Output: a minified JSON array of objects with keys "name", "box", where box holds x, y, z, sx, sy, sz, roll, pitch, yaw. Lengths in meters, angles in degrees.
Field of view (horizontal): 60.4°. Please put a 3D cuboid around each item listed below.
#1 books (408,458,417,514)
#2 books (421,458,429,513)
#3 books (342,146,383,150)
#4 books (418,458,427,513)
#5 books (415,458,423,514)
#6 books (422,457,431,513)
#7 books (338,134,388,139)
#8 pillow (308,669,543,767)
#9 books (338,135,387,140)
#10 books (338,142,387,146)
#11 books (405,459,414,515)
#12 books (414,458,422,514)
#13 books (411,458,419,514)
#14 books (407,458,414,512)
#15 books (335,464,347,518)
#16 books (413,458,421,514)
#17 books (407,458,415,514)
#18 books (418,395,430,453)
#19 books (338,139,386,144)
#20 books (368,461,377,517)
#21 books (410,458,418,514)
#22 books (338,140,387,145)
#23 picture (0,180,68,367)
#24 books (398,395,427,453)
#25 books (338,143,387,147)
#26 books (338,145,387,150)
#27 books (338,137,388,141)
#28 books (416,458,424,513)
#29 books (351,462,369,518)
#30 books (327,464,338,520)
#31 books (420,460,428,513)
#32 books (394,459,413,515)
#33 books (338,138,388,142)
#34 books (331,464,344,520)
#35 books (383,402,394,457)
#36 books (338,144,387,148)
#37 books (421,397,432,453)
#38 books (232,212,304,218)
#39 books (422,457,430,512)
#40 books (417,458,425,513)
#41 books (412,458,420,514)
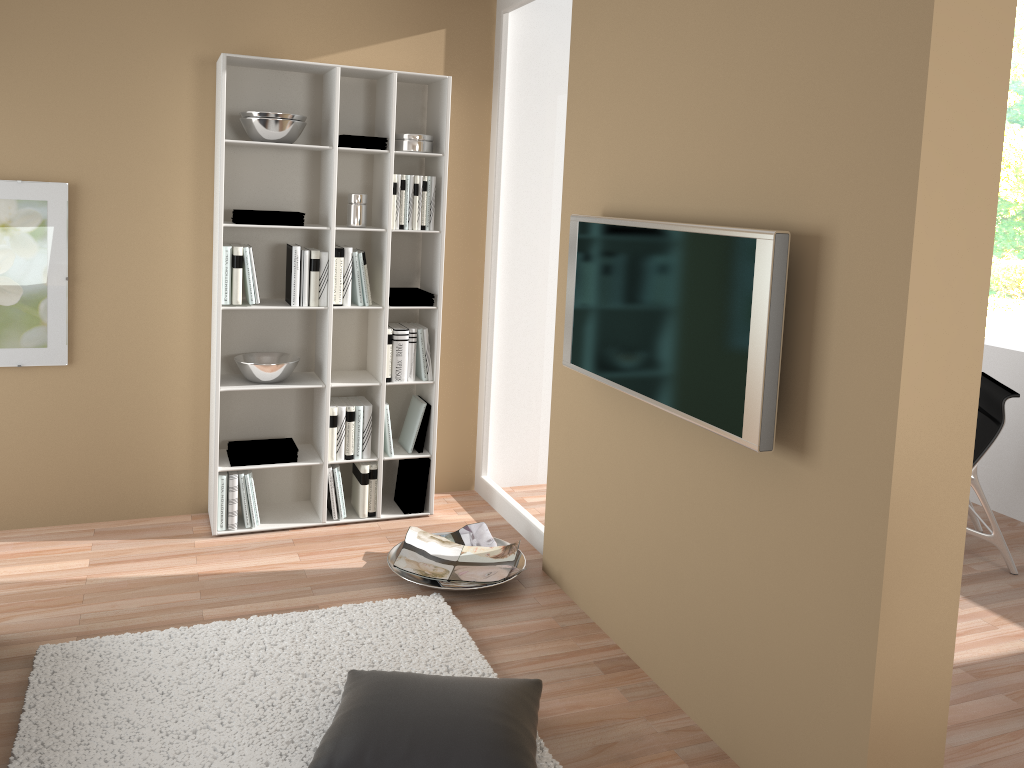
[{"name":"books","box":[-0.525,0.484,4.411,0.032,0.269,0.220,1,8,-22]},{"name":"books","box":[-0.470,0.484,4.436,0.032,0.265,0.214,1,8,-22]},{"name":"books","box":[-0.748,-1.119,4.197,0.210,0.007,0.302,-3,13,-27]},{"name":"books","box":[-0.479,0.482,4.430,0.032,0.269,0.220,1,8,-22]},{"name":"books","box":[-0.495,0.485,4.424,0.032,0.266,0.215,1,8,-22]},{"name":"books","box":[-0.460,0.483,4.440,0.032,0.265,0.214,1,8,-22]},{"name":"books","box":[-0.742,-1.171,4.189,0.210,0.006,0.302,-3,13,-27]},{"name":"pillow","box":[-0.221,0.958,2.436,0.609,0.207,0.592,3,11,3]},{"name":"books","box":[-0.744,-1.166,4.189,0.210,0.007,0.302,-3,13,-27]},{"name":"books","box":[-0.745,-1.140,4.194,0.210,0.006,0.302,-3,13,-27]},{"name":"books","box":[-0.541,0.486,4.405,0.032,0.266,0.215,1,8,-22]},{"name":"books","box":[-0.500,0.485,4.423,0.032,0.265,0.214,1,8,-22]},{"name":"books","box":[-0.516,0.486,4.417,0.032,0.265,0.214,1,8,-22]},{"name":"books","box":[-0.538,0.483,4.411,0.032,0.267,0.217,1,8,-22]},{"name":"books","box":[-0.850,0.494,4.290,0.058,0.255,0.211,1,8,-22]},{"name":"books","box":[-0.506,0.485,4.421,0.032,0.265,0.214,1,8,-22]},{"name":"books","box":[-0.533,0.483,4.413,0.032,0.267,0.217,1,8,-22]},{"name":"books","box":[-0.468,0.200,4.439,0.043,0.239,0.222,1,8,-22]},{"name":"books","box":[-0.747,-1.151,4.194,0.210,0.006,0.302,-3,13,-26]},{"name":"books","box":[-0.707,0.493,4.334,0.040,0.255,0.211,1,8,-22]},{"name":"books","box":[-0.521,0.485,4.415,0.032,0.265,0.214,1,8,-22]},{"name":"books","box":[-0.745,-1.145,4.194,0.210,0.006,0.302,-3,13,-27]},{"name":"picture","box":[-2.351,-0.469,3.756,0.816,0.806,0.019,-1,6,-22]},{"name":"books","box":[-0.501,0.198,4.428,0.085,0.242,0.211,0,8,-22]},{"name":"books","box":[-0.747,-1.135,4.198,0.210,0.006,0.302,-4,14,-29]},{"name":"books","box":[-0.746,-1.124,4.197,0.210,0.006,0.302,-3,13,-27]},{"name":"books","box":[-0.741,-1.162,4.194,0.210,0.007,0.302,-3,13,-27]},{"name":"books","box":[-0.492,0.481,4.430,0.032,0.267,0.217,1,8,-22]},{"name":"books","box":[-0.743,0.495,4.315,0.040,0.255,0.211,1,8,-22]},{"name":"books","box":[-0.885,0.498,4.263,0.060,0.256,0.211,1,8,-22]},{"name":"books","box":[-0.475,0.484,4.433,0.032,0.265,0.214,1,8,-22]},{"name":"books","box":[-0.546,0.487,4.404,0.032,0.265,0.214,1,8,-22]},{"name":"books","box":[-0.742,-1.157,4.195,0.210,0.007,0.302,-3,13,-27]},{"name":"books","box":[-0.860,0.500,4.269,0.058,0.255,0.211,1,8,-22]},{"name":"books","box":[-0.630,0.206,4.339,0.060,0.256,0.211,1,8,-22]},{"name":"books","box":[-0.746,-1.129,4.196,0.210,0.006,0.302,-3,13,-27]},{"name":"books","box":[-0.461,0.202,4.442,0.043,0.235,0.214,1,8,-22]},{"name":"books","box":[-1.124,-0.778,4.055,0.297,0.007,0.214,-2,13,-22]},{"name":"books","box":[-0.465,0.481,4.438,0.032,0.270,0.222,1,8,-22]},{"name":"books","box":[-0.487,0.482,4.432,0.032,0.267,0.217,1,8,-22]},{"name":"books","box":[-0.511,0.483,4.419,0.032,0.270,0.222,1,8,-22]}]
